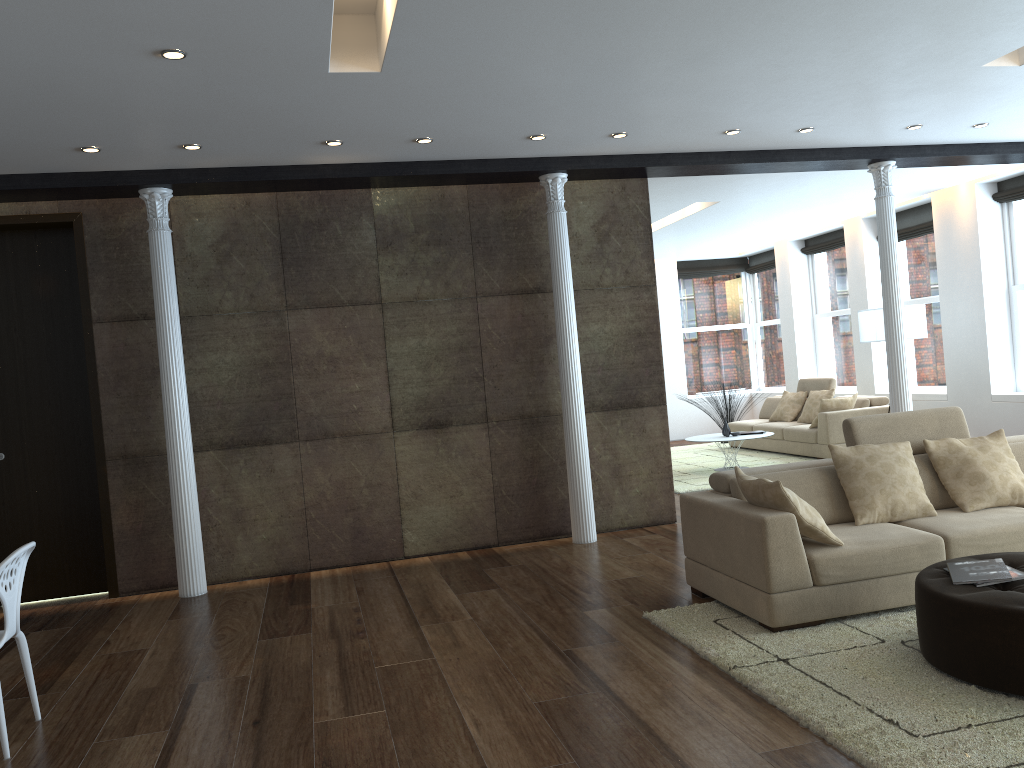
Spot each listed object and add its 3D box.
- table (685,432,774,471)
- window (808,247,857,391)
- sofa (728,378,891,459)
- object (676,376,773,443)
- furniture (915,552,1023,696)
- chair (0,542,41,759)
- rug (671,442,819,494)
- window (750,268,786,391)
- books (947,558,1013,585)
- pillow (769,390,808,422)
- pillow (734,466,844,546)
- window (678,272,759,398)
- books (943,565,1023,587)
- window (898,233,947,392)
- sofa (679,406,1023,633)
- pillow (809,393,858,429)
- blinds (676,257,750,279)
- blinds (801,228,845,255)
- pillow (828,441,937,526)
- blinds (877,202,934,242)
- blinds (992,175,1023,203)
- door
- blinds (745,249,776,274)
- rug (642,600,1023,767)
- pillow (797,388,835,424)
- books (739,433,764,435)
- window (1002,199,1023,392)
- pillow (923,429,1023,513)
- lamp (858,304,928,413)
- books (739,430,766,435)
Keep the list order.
[{"bbox_3d":[2.564,0.808,10.408,1.022,0.393,1.022,-4,1,31],"label":"table"},{"bbox_3d":[4.794,-1.015,12.895,0.123,2.400,1.444,-5,1,-13],"label":"window"},{"bbox_3d":[3.854,0.416,11.669,1.018,0.950,2.581,-5,1,-13],"label":"sofa"},{"bbox_3d":[3.235,0.394,13.386,1.119,1.014,1.125,-5,1,-27],"label":"object"},{"bbox_3d":[2.237,0.958,3.638,1.057,0.355,1.057,-5,1,-11],"label":"furniture"},{"bbox_3d":[-2.327,1.131,3.777,0.581,0.835,0.495,-5,1,-13],"label":"chair"},{"bbox_3d":[2.662,0.991,11.410,2.972,0.020,4.231,-5,1,-13],"label":"rug"},{"bbox_3d":[9.030,-0.915,22.056,34.761,17.917,13.698,-5,1,-13],"label":"window"},{"bbox_3d":[1.974,0.793,3.756,0.220,0.040,0.301,-5,1,22],"label":"books"},{"bbox_3d":[3.759,0.299,12.028,0.368,0.416,0.519,-5,1,-18],"label":"pillow"},{"bbox_3d":[1.406,0.629,4.590,0.395,0.393,0.518,-5,1,-10],"label":"pillow"},{"bbox_3d":[3.476,-0.935,15.247,1.474,2.400,0.123,-5,1,-13],"label":"window"},{"bbox_3d":[1.999,0.798,3.747,0.219,0.031,0.300,-5,1,2],"label":"books"},{"bbox_3d":[5.199,-1.025,11.146,0.123,2.400,1.345,-5,1,-13],"label":"window"},{"bbox_3d":[2.349,0.647,5.038,2.581,0.950,1.021,-5,1,-13],"label":"sofa"},{"bbox_3d":[3.854,0.324,10.628,0.518,0.393,0.395,-5,1,-16],"label":"pillow"},{"bbox_3d":[3.388,-1.985,15.144,1.442,0.312,0.155,-5,1,-13],"label":"blinds"},{"bbox_3d":[4.640,-2.080,12.863,0.156,0.275,1.442,-5,1,-13],"label":"blinds"},{"bbox_3d":[2.088,0.541,4.992,0.534,0.439,0.301,-5,1,-9],"label":"pillow"},{"bbox_3d":[5.049,-2.030,11.118,0.156,0.393,1.342,-5,1,-13],"label":"blinds"},{"bbox_3d":[5.510,-2.100,9.102,0.156,0.275,1.396,-5,1,-13],"label":"blinds"},{"bbox_3d":[-3.526,0.204,6.572,1.000,2.814,0.510,-5,1,-13],"label":"door"},{"bbox_3d":[4.233,-2.044,14.632,0.156,0.327,1.377,-5,1,-13],"label":"blinds"},{"bbox_3d":[3.103,1.065,3.861,4.231,0.020,2.972,-5,1,-13],"label":"rug"},{"bbox_3d":[3.911,0.285,11.422,0.301,0.439,0.534,-5,1,-17],"label":"pillow"},{"bbox_3d":[2.817,0.583,10.453,0.300,0.010,0.220,-5,1,22],"label":"books"},{"bbox_3d":[5.665,-1.035,9.132,0.123,2.400,1.391,-5,1,-13],"label":"window"},{"bbox_3d":[2.698,0.496,5.120,0.519,0.416,0.368,-5,1,-8],"label":"pillow"},{"bbox_3d":[4.303,0.009,9.907,0.698,1.728,0.698,-5,1,11],"label":"lamp"},{"bbox_3d":[2.825,0.573,10.477,0.300,0.010,0.220,-5,1,2],"label":"books"}]
